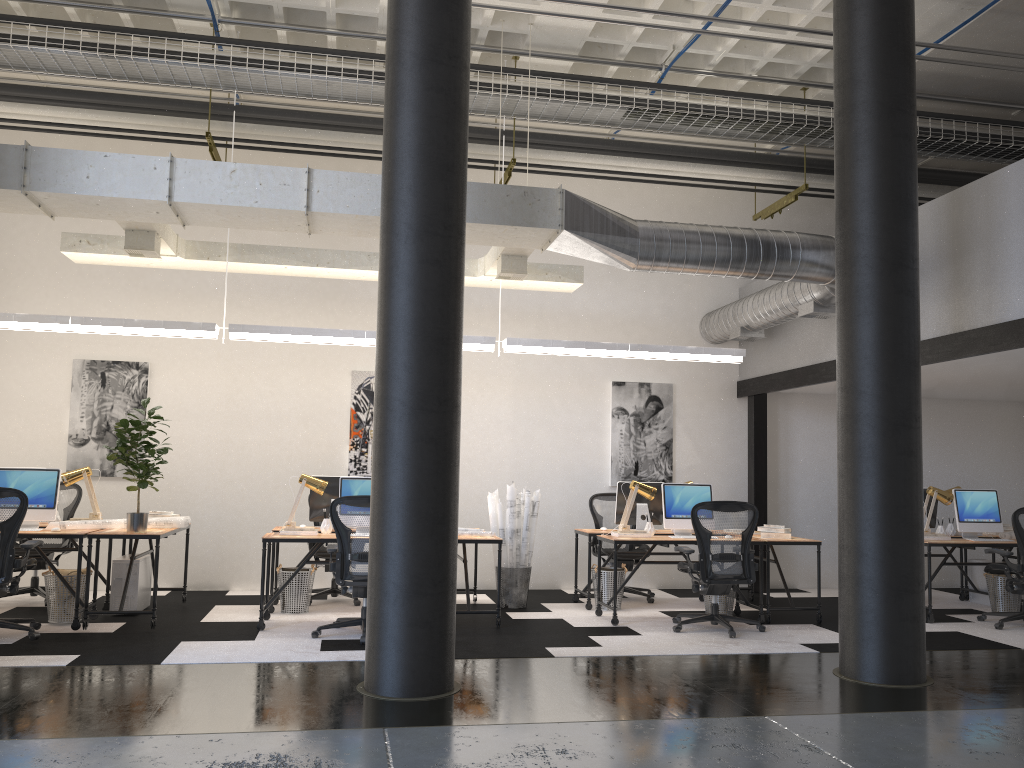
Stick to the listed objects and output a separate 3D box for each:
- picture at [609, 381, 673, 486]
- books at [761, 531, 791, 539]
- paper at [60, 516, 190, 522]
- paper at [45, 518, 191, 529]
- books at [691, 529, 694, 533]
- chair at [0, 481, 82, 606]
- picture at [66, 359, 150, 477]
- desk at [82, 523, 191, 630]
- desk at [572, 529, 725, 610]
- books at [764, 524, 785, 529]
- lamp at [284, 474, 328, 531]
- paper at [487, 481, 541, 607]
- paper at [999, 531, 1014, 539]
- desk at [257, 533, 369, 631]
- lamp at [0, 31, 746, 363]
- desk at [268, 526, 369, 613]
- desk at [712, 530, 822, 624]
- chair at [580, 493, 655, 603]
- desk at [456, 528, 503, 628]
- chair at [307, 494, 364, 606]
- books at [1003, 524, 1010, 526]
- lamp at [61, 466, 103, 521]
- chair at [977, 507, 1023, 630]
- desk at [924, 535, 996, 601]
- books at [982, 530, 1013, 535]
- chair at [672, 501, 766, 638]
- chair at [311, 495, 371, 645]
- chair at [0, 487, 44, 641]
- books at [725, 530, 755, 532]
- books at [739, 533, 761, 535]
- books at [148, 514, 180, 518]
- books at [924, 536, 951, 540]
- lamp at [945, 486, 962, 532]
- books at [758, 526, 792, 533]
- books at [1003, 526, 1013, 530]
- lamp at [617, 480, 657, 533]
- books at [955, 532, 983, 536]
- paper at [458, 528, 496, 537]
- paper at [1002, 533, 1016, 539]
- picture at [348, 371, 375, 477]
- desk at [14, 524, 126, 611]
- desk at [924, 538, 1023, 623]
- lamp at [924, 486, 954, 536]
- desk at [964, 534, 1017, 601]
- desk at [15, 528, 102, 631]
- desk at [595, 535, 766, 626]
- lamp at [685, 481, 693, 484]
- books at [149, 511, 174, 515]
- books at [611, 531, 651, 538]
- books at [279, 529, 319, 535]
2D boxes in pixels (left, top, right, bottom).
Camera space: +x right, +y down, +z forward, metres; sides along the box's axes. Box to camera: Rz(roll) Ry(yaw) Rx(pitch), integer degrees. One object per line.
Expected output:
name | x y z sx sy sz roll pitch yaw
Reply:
picture | 1.473 0.573 10.076 0.731 1.181 0.049 2 -5 -10
books | 2.449 1.401 8.227 0.271 0.050 0.200 0 -6 17
paper | -3.245 1.163 7.439 0.083 0.082 1.135 -4 -8 44
paper | -3.215 1.147 7.275 1.135 0.082 0.083 5 -7 -36
books | 1.782 1.443 8.747 0.309 0.038 0.226 2 -6 -10
chair | -4.308 1.436 8.127 0.770 1.084 0.793 4 -6 -27
picture | -4.113 0.352 9.041 0.731 1.181 0.049 2 -5 -10
desk | -3.100 1.570 7.422 0.529 0.723 1.402 2 -6 -10
desk | 1.342 1.816 8.736 1.401 0.723 0.530 2 -5 -10
books | 2.438 1.324 8.245 0.185 0.030 0.153 -1 -6 17
lamp | -1.712 0.983 7.390 0.344 0.469 0.128 2 -5 -10
paper | -0.002 1.523 8.461 0.441 1.196 0.412 4 -6 -32
paper | 5.124 1.516 8.993 0.083 0.082 1.135 -4 -8 44
desk | -1.348 1.620 7.334 1.401 0.723 0.530 2 -5 -10
lamp | -1.306 -1.728 8.165 7.302 2.860 0.226 2 -5 -10
desk | -1.497 1.699 8.165 1.401 0.723 0.530 2 -5 -10
desk | 2.370 1.815 8.503 0.529 0.723 1.402 2 -6 -10
chair | 1.162 1.681 9.208 0.770 1.084 0.793 4 -6 -27
desk | -0.469 1.698 7.932 0.529 0.723 1.402 2 -6 -10
chair | -1.677 1.564 8.637 0.770 1.084 0.793 4 -6 -27
books | 5.217 1.510 9.525 0.185 0.030 0.153 2 -6 -12
lamp | -3.737 0.949 7.705 0.344 0.469 0.126 2 -5 -10
chair | 4.577 1.627 7.936 0.770 1.084 0.793 4 -6 -27
desk | 4.240 1.924 9.209 1.401 0.723 0.530 2 -5 -10
books | 5.233 1.588 9.514 0.271 0.050 0.200 3 -6 -13
chair | 1.679 1.519 7.463 0.770 1.084 0.793 4 -6 -27
chair | -1.160 1.402 6.892 0.770 1.084 0.793 4 -6 -27
chair | -3.791 1.274 6.382 0.770 1.084 0.793 4 -6 -27
books | 2.294 1.484 8.963 0.200 0.024 0.235 5 -7 -37
books | 2.316 1.453 8.616 0.243 0.019 0.205 5 -7 -33
books | -3.154 1.189 7.983 0.257 0.044 0.193 1 -6 7
books | 3.966 1.458 8.431 0.309 0.038 0.226 2 -6 -10
lamp | 4.631 1.302 9.259 0.344 0.469 0.128 2 -5 -10
books | 2.443 1.356 8.257 0.257 0.044 0.193 -3 -7 37
books | 5.215 1.542 9.538 0.257 0.044 0.193 1 -6 7
lamp | 1.127 1.099 7.960 0.344 0.469 0.126 2 -5 -10
books | 4.680 1.551 9.220 0.309 0.038 0.226 2 -6 -10
paper | -0.468 1.302 7.840 0.568 0.061 0.626 3 -6 -13
paper | 5.154 1.500 8.829 1.135 0.082 0.083 5 -7 -36
picture | -1.377 0.460 9.548 0.731 1.181 0.049 2 -5 -10
desk | -4.128 1.571 7.655 1.401 0.723 0.530 2 -5 -10
desk | 4.390 1.845 8.378 1.401 0.723 0.530 2 -5 -10
lamp | 4.026 1.207 8.433 0.344 0.469 0.126 2 -5 -10
desk | 5.269 1.923 8.976 0.529 0.723 1.402 2 -6 -10
desk | -3.979 1.492 6.824 1.401 0.723 0.530 2 -5 -10
desk | 1.491 1.737 7.905 1.401 0.723 0.530 2 -5 -10
lamp | 1.733 1.194 8.785 0.344 0.469 0.128 2 -5 -10
books | -3.151 1.157 7.971 0.185 0.030 0.153 2 -6 -12
books | 1.067 1.349 7.958 0.309 0.038 0.226 2 -6 -10
books | -1.772 1.233 7.387 0.309 0.038 0.226 2 -6 -10
